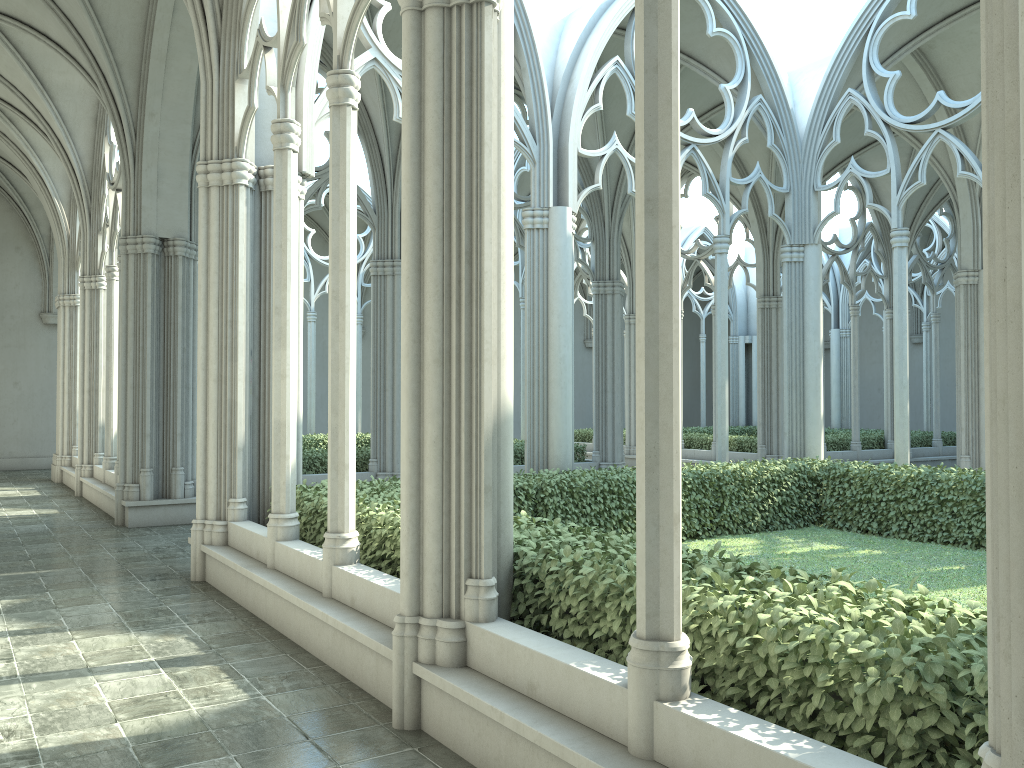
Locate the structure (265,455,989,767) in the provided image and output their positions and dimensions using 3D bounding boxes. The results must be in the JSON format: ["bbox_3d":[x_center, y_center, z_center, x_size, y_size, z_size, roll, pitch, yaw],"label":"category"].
[{"bbox_3d":[3.058,1.363,7.485,8.018,0.963,7.995,1,-1,-32],"label":"structure"}]

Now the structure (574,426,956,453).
[{"bbox_3d":[7.050,1.763,25.533,8.018,0.963,7.995,1,-1,-32],"label":"structure"}]

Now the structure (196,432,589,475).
[{"bbox_3d":[-3.966,1.603,18.512,8.018,0.963,7.995,1,-1,-32],"label":"structure"}]
